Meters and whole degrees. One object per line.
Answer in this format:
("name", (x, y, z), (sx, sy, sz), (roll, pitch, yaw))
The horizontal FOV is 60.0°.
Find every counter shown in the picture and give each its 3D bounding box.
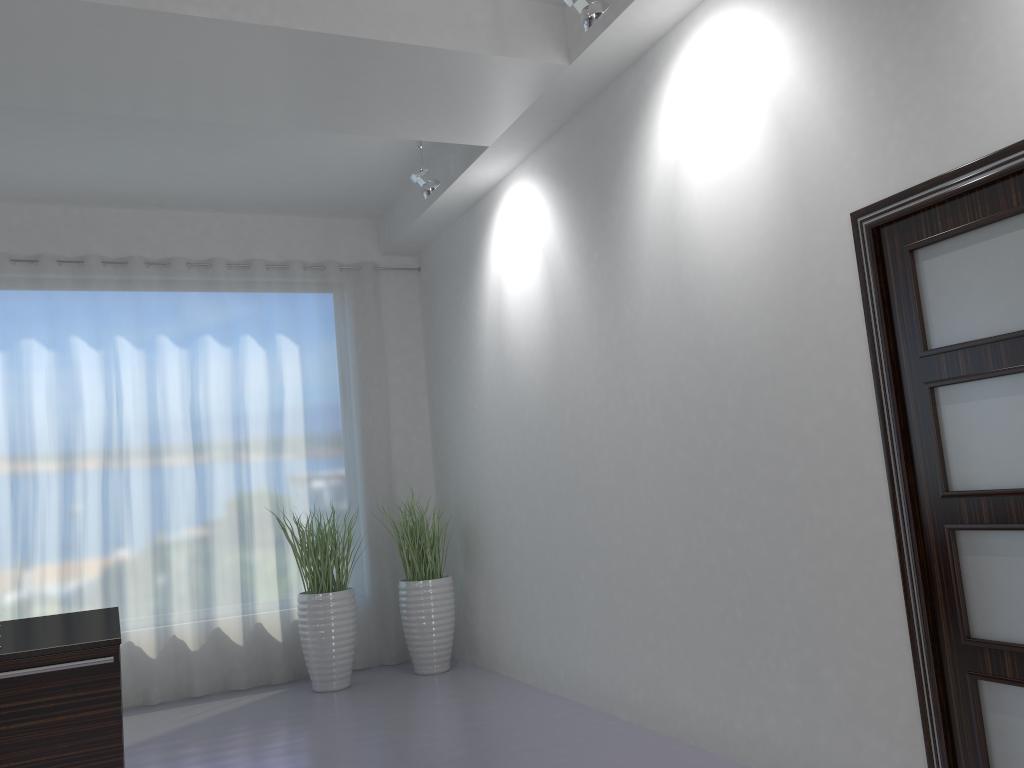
("counter", (-3.032, 1.188, 2.806), (3.291, 1.300, 1.302), (-2, -8, -25))

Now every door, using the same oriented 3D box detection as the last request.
("door", (1.717, 0.295, 2.196), (0.220, 2.061, 1.764), (-2, -8, -25))

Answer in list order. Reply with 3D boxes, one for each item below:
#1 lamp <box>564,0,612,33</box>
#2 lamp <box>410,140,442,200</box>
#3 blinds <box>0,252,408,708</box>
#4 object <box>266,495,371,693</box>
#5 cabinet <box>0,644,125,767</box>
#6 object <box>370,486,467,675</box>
("lamp", (0.288, -1.652, 3.535), (0.185, 0.511, 0.150), (-2, -8, -25))
("lamp", (-0.527, -1.360, 5.338), (0.185, 0.511, 0.150), (-2, -8, -25))
("blinds", (-2.203, 0.616, 6.346), (2.830, 3.112, 0.120), (-2, -8, -25))
("object", (-1.274, 1.400, 6.041), (0.713, 1.334, 0.656), (-2, -8, -24))
("cabinet", (-3.009, 1.408, 2.769), (3.285, 0.852, 1.377), (-2, -8, -25))
("object", (-0.687, 1.383, 6.345), (0.656, 1.334, 0.713), (1, -9, -40))
